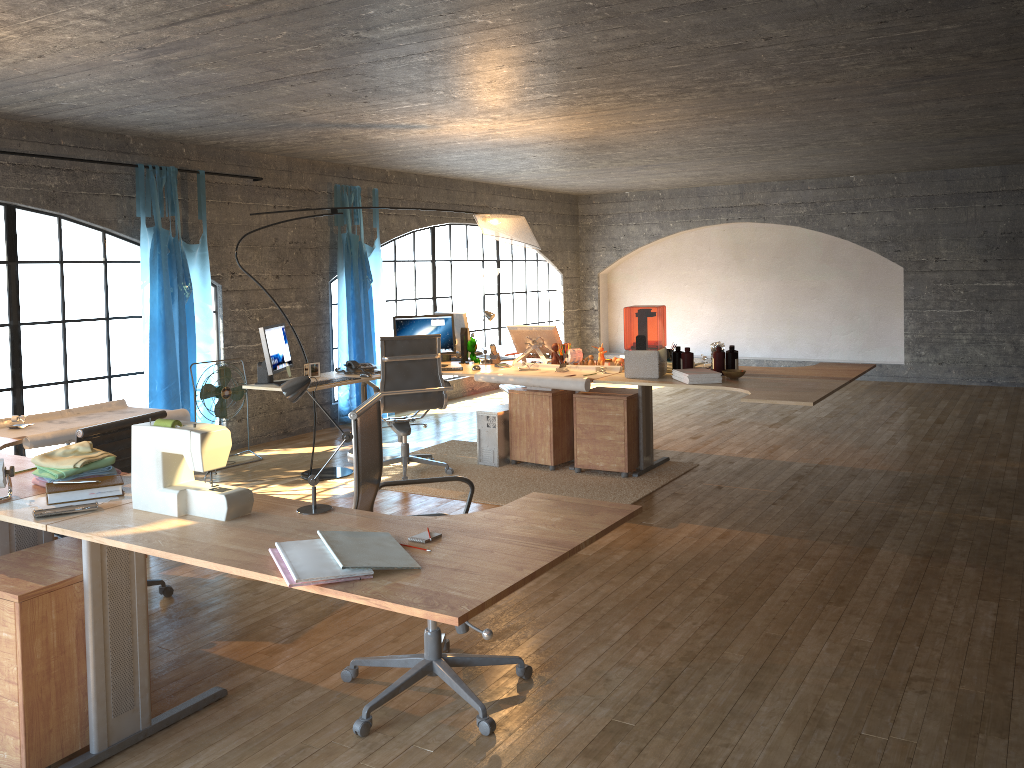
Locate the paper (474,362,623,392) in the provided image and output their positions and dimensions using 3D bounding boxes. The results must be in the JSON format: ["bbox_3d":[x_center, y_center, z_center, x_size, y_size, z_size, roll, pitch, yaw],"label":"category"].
[{"bbox_3d":[0.248,-0.055,6.045,0.852,0.113,0.585,3,8,31],"label":"paper"}]

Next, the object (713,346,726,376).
[{"bbox_3d":[1.347,-0.151,5.742,0.080,0.186,0.079,-4,3,-41],"label":"object"}]

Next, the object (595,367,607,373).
[{"bbox_3d":[0.610,-0.098,6.034,0.022,0.042,0.135,-2,7,-21],"label":"object"}]

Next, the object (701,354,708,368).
[{"bbox_3d":[1.294,-0.141,5.941,0.037,0.120,0.075,-1,3,6],"label":"object"}]

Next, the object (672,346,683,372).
[{"bbox_3d":[1.096,-0.155,5.820,0.079,0.186,0.080,1,3,39],"label":"object"}]

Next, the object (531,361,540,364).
[{"bbox_3d":[0.154,-0.166,6.719,0.097,0.024,0.107,-8,10,-44],"label":"object"}]

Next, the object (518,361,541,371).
[{"bbox_3d":[0.125,-0.129,6.284,0.159,0.064,0.054,-1,4,-2],"label":"object"}]

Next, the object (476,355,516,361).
[{"bbox_3d":[-0.151,-0.217,7.223,0.187,0.011,0.492,-6,9,-33],"label":"object"}]

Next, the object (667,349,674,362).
[{"bbox_3d":[1.066,-0.196,6.021,0.077,0.082,0.077,0,4,11],"label":"object"}]

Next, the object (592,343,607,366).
[{"bbox_3d":[0.625,-0.199,6.252,0.094,0.188,0.085,-3,3,-35],"label":"object"}]

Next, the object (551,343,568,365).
[{"bbox_3d":[0.333,-0.212,6.453,0.094,0.177,0.226,-3,5,-31],"label":"object"}]

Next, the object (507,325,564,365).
[{"bbox_3d":[0.178,-0.300,6.691,0.395,0.298,0.288,1,5,22],"label":"object"}]

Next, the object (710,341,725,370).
[{"bbox_3d":[1.359,-0.173,5.832,0.095,0.213,0.099,0,3,29],"label":"object"}]

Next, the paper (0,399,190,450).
[{"bbox_3d":[-2.167,0.204,4.447,0.582,0.113,0.856,3,8,31],"label":"paper"}]

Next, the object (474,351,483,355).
[{"bbox_3d":[-0.295,-0.265,7.538,0.101,0.034,0.059,-4,7,-24],"label":"object"}]

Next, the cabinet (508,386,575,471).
[{"bbox_3d":[0.273,0.311,6.596,0.425,0.570,0.475,2,5,39],"label":"cabinet"}]

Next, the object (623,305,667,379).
[{"bbox_3d":[0.875,-0.281,5.779,0.222,0.456,0.271,0,3,21],"label":"object"}]

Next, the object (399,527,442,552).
[{"bbox_3d":[-0.220,0.409,2.341,0.128,0.013,0.143,4,9,34],"label":"object"}]

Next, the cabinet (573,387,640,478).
[{"bbox_3d":[0.705,0.338,6.307,0.427,0.570,0.428,1,4,29],"label":"cabinet"}]

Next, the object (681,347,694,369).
[{"bbox_3d":[1.140,-0.145,5.730,0.080,0.186,0.079,-4,3,-41],"label":"object"}]

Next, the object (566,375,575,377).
[{"bbox_3d":[0.388,-0.054,5.862,0.012,0.009,0.126,4,9,44],"label":"object"}]

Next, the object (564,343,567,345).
[{"bbox_3d":[0.433,-0.239,6.663,0.105,0.143,0.104,-1,4,5],"label":"object"}]

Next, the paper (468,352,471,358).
[{"bbox_3d":[-0.342,-0.244,6.996,0.019,0.074,0.079,-3,5,-33],"label":"paper"}]

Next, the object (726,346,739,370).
[{"bbox_3d":[1.423,-0.148,5.709,0.079,0.186,0.080,1,3,39],"label":"object"}]

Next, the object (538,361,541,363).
[{"bbox_3d":[0.215,-0.170,6.801,0.012,0.009,0.126,-2,7,-6],"label":"object"}]

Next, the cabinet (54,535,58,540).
[{"bbox_3d":[-1.886,0.814,3.052,0.426,0.570,0.474,2,5,39],"label":"cabinet"}]

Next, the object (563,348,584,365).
[{"bbox_3d":[0.451,-0.190,6.418,0.155,0.135,0.099,-3,4,-24],"label":"object"}]

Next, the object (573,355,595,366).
[{"bbox_3d":[0.529,-0.187,6.443,0.074,0.119,0.216,-4,6,-39],"label":"object"}]

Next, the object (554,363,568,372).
[{"bbox_3d":[0.343,-0.117,6.177,0.049,0.055,0.131,1,7,32],"label":"object"}]

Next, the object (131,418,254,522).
[{"bbox_3d":[-0.981,0.246,2.687,0.403,0.283,0.137,2,4,31],"label":"object"}]

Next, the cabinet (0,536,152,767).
[{"bbox_3d":[-1.455,0.841,2.763,0.425,0.570,0.428,1,4,29],"label":"cabinet"}]

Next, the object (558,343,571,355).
[{"bbox_3d":[0.389,-0.223,6.508,0.100,0.175,0.105,0,3,18],"label":"object"}]

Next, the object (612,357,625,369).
[{"bbox_3d":[0.775,-0.151,6.274,0.181,0.081,0.144,-5,7,-28],"label":"object"}]

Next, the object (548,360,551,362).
[{"bbox_3d":[0.289,-0.177,6.847,0.008,0.007,0.148,1,8,24],"label":"object"}]

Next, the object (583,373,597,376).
[{"bbox_3d":[0.523,-0.063,5.914,0.008,0.007,0.148,3,8,40],"label":"object"}]

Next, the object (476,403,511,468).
[{"bbox_3d":[-0.042,0.381,6.720,0.200,0.409,0.483,1,5,36],"label":"object"}]

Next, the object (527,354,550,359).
[{"bbox_3d":[0.213,-0.132,7.467,0.300,0.241,0.369,-3,6,-18],"label":"object"}]

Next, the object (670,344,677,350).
[{"bbox_3d":[1.084,-0.243,6.032,0.076,0.101,0.152,-3,6,-29],"label":"object"}]

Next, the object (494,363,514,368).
[{"bbox_3d":[-0.049,-0.136,6.527,0.109,0.022,0.139,-7,9,-38],"label":"object"}]

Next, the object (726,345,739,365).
[{"bbox_3d":[1.448,-0.161,5.805,0.079,0.186,0.080,1,3,39],"label":"object"}]

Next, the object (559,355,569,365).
[{"bbox_3d":[0.388,-0.176,6.514,0.077,0.082,0.077,-5,6,-40],"label":"object"}]

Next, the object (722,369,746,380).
[{"bbox_3d":[1.387,-0.056,5.517,0.146,0.054,0.148,0,7,8],"label":"object"}]

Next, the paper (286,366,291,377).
[{"bbox_3d":[-1.500,-0.085,5.942,0.018,0.074,0.078,-1,5,2],"label":"paper"}]
